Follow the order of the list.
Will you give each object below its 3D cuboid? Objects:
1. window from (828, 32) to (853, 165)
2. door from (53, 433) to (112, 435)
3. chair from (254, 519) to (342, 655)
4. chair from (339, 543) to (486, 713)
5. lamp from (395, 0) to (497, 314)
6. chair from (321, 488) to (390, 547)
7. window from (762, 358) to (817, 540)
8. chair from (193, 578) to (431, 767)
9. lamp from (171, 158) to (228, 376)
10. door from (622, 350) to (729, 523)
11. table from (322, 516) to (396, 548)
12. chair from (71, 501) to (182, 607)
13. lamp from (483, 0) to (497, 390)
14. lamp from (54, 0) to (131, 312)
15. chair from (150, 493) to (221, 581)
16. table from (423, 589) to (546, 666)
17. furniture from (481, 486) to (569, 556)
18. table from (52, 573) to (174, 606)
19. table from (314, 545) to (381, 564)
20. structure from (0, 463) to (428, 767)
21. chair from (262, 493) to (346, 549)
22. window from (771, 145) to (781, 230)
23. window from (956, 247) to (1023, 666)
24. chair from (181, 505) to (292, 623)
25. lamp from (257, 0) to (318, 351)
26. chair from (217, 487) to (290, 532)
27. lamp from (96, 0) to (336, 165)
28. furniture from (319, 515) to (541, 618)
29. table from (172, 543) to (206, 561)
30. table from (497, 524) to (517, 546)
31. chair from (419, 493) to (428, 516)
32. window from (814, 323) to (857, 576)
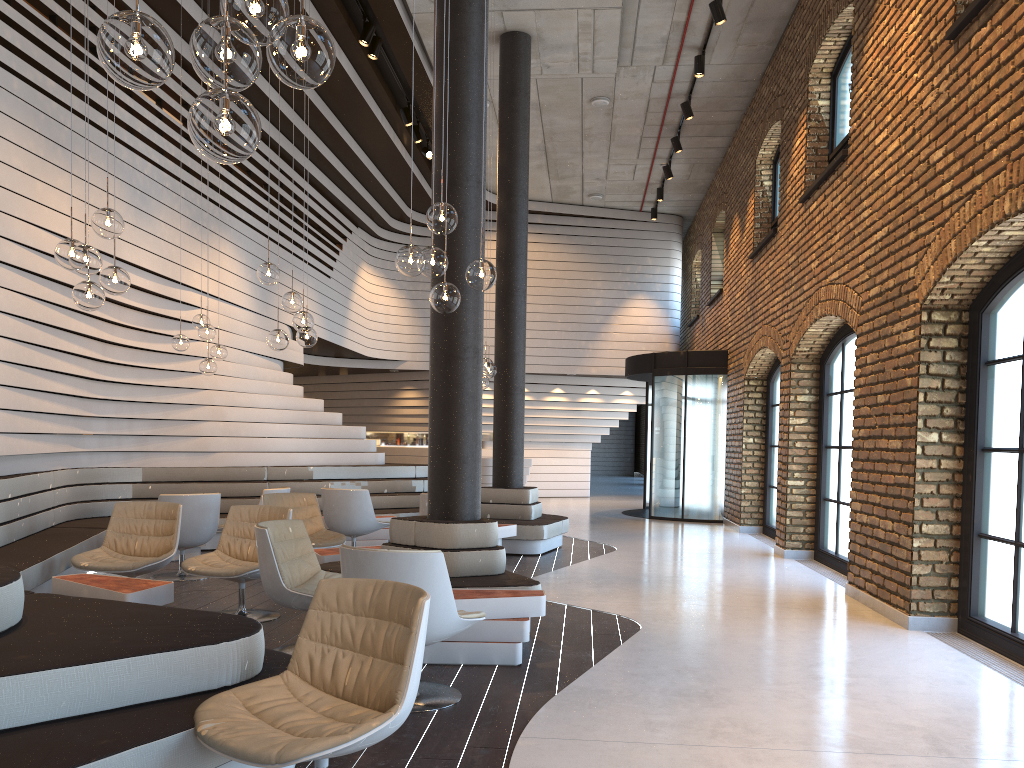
[{"bbox_3d":[3.316,-2.715,8.490,0.126,1.455,1.568,1,-1,5],"label":"window"},{"bbox_3d":[-5.616,0.887,11.687,0.971,2.112,0.162,1,2,5],"label":"door"},{"bbox_3d":[-1.144,1.200,5.179,0.711,0.769,0.655,1,0,8],"label":"chair"},{"bbox_3d":[-0.503,1.155,4.335,0.658,0.768,0.707,1,0,23],"label":"chair"},{"bbox_3d":[-0.313,-2.727,4.618,0.544,4.690,0.293,1,2,-10],"label":"lamp"},{"bbox_3d":[-1.638,1.453,9.159,0.658,0.768,0.707,1,0,21],"label":"chair"},{"bbox_3d":[3.588,0.813,11.454,0.130,2.542,2.351,1,0,5],"label":"window"},{"bbox_3d":[-0.621,1.055,2.842,0.659,0.769,0.706,1,0,42],"label":"chair"},{"bbox_3d":[-2.966,-2.446,8.451,0.529,4.730,0.333,-1,3,-33],"label":"lamp"},{"bbox_3d":[3.606,0.993,15.737,3.208,2.860,3.245,1,-1,12],"label":"door"},{"bbox_3d":[-1.737,1.706,10.027,0.902,0.372,0.415,2,-1,-22],"label":"table"},{"bbox_3d":[-2.736,1.249,6.338,0.658,0.768,0.708,1,0,12],"label":"chair"},{"bbox_3d":[-1.297,-1.916,14.553,9.039,4.622,41.898,1,-4,5],"label":"lamp"},{"bbox_3d":[-2.260,-2.747,4.821,0.293,4.690,0.542,1,2,0],"label":"lamp"},{"bbox_3d":[-2.969,1.349,7.922,0.653,0.769,0.713,1,0,-41],"label":"chair"},{"bbox_3d":[-0.250,1.408,5.115,0.905,0.372,0.413,1,-1,-2],"label":"table"},{"bbox_3d":[0.094,1.586,10.394,1.281,0.724,1.763,-1,-3,41],"label":"furniture"},{"bbox_3d":[-2.406,1.391,5.401,0.910,0.371,0.411,-1,-2,38],"label":"table"},{"bbox_3d":[-1.293,1.526,7.172,0.415,0.371,0.901,0,-3,42],"label":"table"},{"bbox_3d":[-2.971,1.092,5.231,5.773,0.929,18.214,1,-4,1],"label":"structure"},{"bbox_3d":[-1.851,1.357,7.765,0.653,0.769,0.713,1,0,-45],"label":"chair"},{"bbox_3d":[3.547,-2.525,11.321,0.126,1.455,1.568,1,-1,5],"label":"window"},{"bbox_3d":[3.050,0.370,4.847,0.130,2.542,2.351,1,0,5],"label":"window"},{"bbox_3d":[-1.898,1.252,6.176,0.659,0.768,0.707,1,0,25],"label":"chair"},{"bbox_3d":[-1.683,-2.625,6.662,0.310,4.757,0.658,2,2,13],"label":"lamp"},{"bbox_3d":[-2.600,1.418,8.876,0.711,0.769,0.655,1,0,5],"label":"chair"},{"bbox_3d":[-0.676,-2.846,2.056,0.541,4.644,0.275,-1,3,-33],"label":"lamp"},{"bbox_3d":[-0.693,1.298,6.198,1.270,0.724,1.779,2,-3,-24],"label":"furniture"},{"bbox_3d":[-3.519,1.607,8.977,0.415,0.371,0.901,0,-3,42],"label":"table"},{"bbox_3d":[-0.424,1.686,9.391,0.906,0.372,0.413,1,-1,8],"label":"table"},{"bbox_3d":[-0.592,1.434,8.614,0.657,0.768,0.709,1,0,6],"label":"chair"},{"bbox_3d":[3.358,0.623,8.623,0.130,2.542,2.351,1,0,5],"label":"window"}]
